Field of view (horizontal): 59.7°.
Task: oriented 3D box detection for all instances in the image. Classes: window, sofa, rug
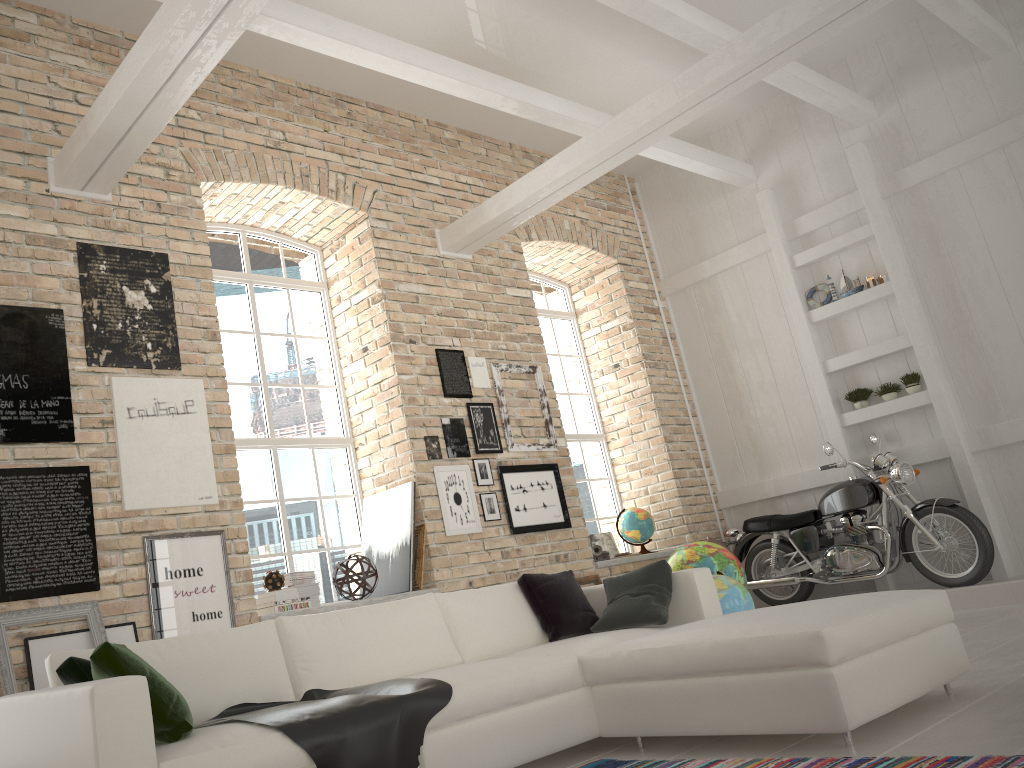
[{"bbox_3d":[4.386,-1.434,4.537,1.336,3.009,12.135,2,-18,-44],"label":"window"},{"bbox_3d":[2.204,-1.519,2.510,1.336,3.009,12.135,2,-18,-44],"label":"window"},{"bbox_3d":[-0.024,1.182,3.514,3.060,0.848,2.305,2,-18,-43],"label":"sofa"},{"bbox_3d":[0.910,1.119,2.291,1.314,0.008,2.845,3,-19,-45],"label":"rug"}]

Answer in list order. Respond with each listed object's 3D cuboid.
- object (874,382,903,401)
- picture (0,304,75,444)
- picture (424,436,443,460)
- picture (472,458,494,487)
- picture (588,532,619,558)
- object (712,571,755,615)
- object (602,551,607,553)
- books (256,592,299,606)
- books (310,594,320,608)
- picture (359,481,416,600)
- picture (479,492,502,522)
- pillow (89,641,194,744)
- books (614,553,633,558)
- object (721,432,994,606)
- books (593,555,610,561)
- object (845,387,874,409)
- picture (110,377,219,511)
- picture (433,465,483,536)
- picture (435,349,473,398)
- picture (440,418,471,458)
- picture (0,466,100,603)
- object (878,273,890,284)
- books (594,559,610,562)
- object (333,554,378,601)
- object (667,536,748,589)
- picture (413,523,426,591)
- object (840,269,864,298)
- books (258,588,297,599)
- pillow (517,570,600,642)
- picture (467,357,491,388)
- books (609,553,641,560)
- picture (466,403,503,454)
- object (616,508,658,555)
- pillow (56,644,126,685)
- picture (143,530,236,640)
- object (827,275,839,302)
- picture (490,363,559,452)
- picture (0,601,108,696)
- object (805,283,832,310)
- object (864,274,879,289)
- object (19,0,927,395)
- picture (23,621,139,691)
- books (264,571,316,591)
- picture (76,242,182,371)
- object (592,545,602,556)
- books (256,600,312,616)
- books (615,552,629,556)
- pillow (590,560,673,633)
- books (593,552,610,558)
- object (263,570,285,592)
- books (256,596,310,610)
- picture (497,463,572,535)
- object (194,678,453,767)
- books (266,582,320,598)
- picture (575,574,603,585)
[{"bbox_3d":[3.191,0.066,7.547,0.237,0.159,0.216,-21,-17,36],"label":"object"},{"bbox_3d":[-2.695,-0.058,4.827,0.551,0.791,0.039,2,-20,-43],"label":"picture"},{"bbox_3d":[-0.582,0.470,6.574,0.125,0.180,0.009,0,-19,-38],"label":"picture"},{"bbox_3d":[-0.220,0.676,6.821,0.164,0.214,0.012,2,-20,-43],"label":"picture"},{"bbox_3d":[0.869,1.556,8.446,0.366,0.295,0.072,2,-20,-43],"label":"picture"},{"bbox_3d":[1.420,1.590,6.016,0.445,0.636,0.447,-10,-14,-5],"label":"object"},{"bbox_3d":[0.689,1.469,7.699,0.199,0.021,0.168,3,-18,-44],"label":"object"},{"bbox_3d":[-1.469,1.342,5.560,0.205,0.041,0.190,-18,-15,30],"label":"books"},{"bbox_3d":[-1.451,1.480,5.955,0.222,0.089,0.336,1,-17,-39],"label":"books"},{"bbox_3d":[-0.897,1.142,6.430,0.229,0.769,0.624,2,-20,-44],"label":"picture"},{"bbox_3d":[-0.164,0.931,6.753,0.164,0.214,0.012,2,-20,-43],"label":"picture"},{"bbox_3d":[-1.244,1.027,2.998,0.293,0.346,0.430,-6,-15,-20],"label":"pillow"},{"bbox_3d":[0.960,1.474,7.675,0.141,0.014,0.099,-17,-15,26],"label":"books"},{"bbox_3d":[2.746,1.151,7.515,2.302,1.338,0.760,-22,-17,39],"label":"object"},{"bbox_3d":[0.687,1.517,7.690,0.237,0.030,0.216,3,-19,-44],"label":"books"},{"bbox_3d":[3.009,0.125,7.705,0.238,0.181,0.242,-15,-14,15],"label":"object"},{"bbox_3d":[-2.042,0.340,5.246,0.550,0.791,0.039,2,-20,-43],"label":"picture"},{"bbox_3d":[-0.397,0.850,6.564,0.342,0.518,0.014,2,-20,-43],"label":"picture"},{"bbox_3d":[-0.451,-0.082,6.954,0.276,0.397,0.020,2,-20,-43],"label":"picture"},{"bbox_3d":[-0.425,0.408,6.750,0.214,0.309,0.015,2,-20,-43],"label":"picture"},{"bbox_3d":[-2.451,0.774,4.684,0.477,0.686,0.068,2,-20,-43],"label":"picture"},{"bbox_3d":[3.187,-0.893,7.610,0.107,0.089,0.106,-10,-14,-4],"label":"object"},{"bbox_3d":[0.695,1.540,7.680,0.238,0.025,0.215,2,-18,-43],"label":"books"},{"bbox_3d":[-1.050,1.298,5.972,0.325,0.310,0.285,-21,-17,35],"label":"object"},{"bbox_3d":[1.581,1.713,7.204,0.684,0.931,0.621,-17,-15,20],"label":"object"},{"bbox_3d":[-0.732,1.246,6.296,0.161,0.464,0.384,3,-20,-44],"label":"picture"},{"bbox_3d":[2.952,-0.898,7.804,0.060,0.263,0.245,-3,-16,-31],"label":"object"},{"bbox_3d":[-1.471,1.309,5.572,0.186,0.030,0.172,-19,-16,33],"label":"books"},{"bbox_3d":[0.270,1.203,4.862,0.398,0.393,0.257,2,-20,-43],"label":"pillow"},{"bbox_3d":[-0.263,-0.092,7.143,0.181,0.261,0.013,2,-20,-43],"label":"picture"},{"bbox_3d":[0.974,1.488,7.672,0.212,0.022,0.187,2,-18,-43],"label":"books"},{"bbox_3d":[-0.212,0.344,6.973,0.272,0.412,0.011,2,-20,-43],"label":"picture"},{"bbox_3d":[1.171,1.368,8.277,0.308,0.468,0.349,0,-18,-38],"label":"object"},{"bbox_3d":[-1.420,1.127,3.217,0.315,0.368,0.406,-11,-14,0],"label":"pillow"},{"bbox_3d":[-1.812,1.218,5.050,0.484,0.762,0.013,2,-20,-43],"label":"picture"},{"bbox_3d":[2.854,-0.850,7.946,0.067,0.269,0.067,-12,-15,-1],"label":"object"},{"bbox_3d":[0.103,0.194,7.341,0.563,0.755,0.027,2,-20,-43],"label":"picture"},{"bbox_3d":[-2.230,1.378,4.378,0.508,0.587,0.301,2,-20,-43],"label":"picture"},{"bbox_3d":[2.780,-0.790,8.053,0.248,0.230,0.066,-21,-17,35],"label":"object"},{"bbox_3d":[3.103,-0.874,7.698,0.100,0.121,0.113,-4,-16,-27],"label":"object"},{"bbox_3d":[1.881,-1.563,2.270,9.458,4.833,12.580,2,-19,-43],"label":"object"},{"bbox_3d":[-2.131,1.525,4.505,0.537,0.573,0.156,2,-20,-43],"label":"picture"},{"bbox_3d":[-1.488,1.319,5.989,0.241,0.085,0.287,-17,-15,24],"label":"books"},{"bbox_3d":[-2.318,-0.462,5.395,0.549,0.790,0.039,2,-20,-43],"label":"picture"},{"bbox_3d":[0.697,1.458,7.740,0.094,0.090,0.478,-10,-13,-6],"label":"object"},{"bbox_3d":[-1.426,1.402,5.552,0.232,0.049,0.258,-22,-17,40],"label":"books"},{"bbox_3d":[0.949,1.464,7.681,0.106,0.013,0.126,-15,-14,19],"label":"books"},{"bbox_3d":[0.617,1.096,4.599,0.441,0.307,0.319,-20,-17,34],"label":"pillow"},{"bbox_3d":[0.687,1.493,7.703,0.216,0.026,0.240,-21,-17,39],"label":"books"},{"bbox_3d":[-1.508,1.249,5.643,0.137,0.138,0.147,-7,-15,-17],"label":"object"},{"bbox_3d":[-1.431,1.368,5.563,0.232,0.024,0.253,-22,-17,40],"label":"books"},{"bbox_3d":[0.180,0.904,7.081,0.666,0.539,0.033,2,-20,-43],"label":"picture"},{"bbox_3d":[-0.717,1.392,3.298,0.835,0.467,0.823,3,-19,-45],"label":"object"},{"bbox_3d":[-1.469,1.402,5.978,0.337,0.089,0.222,-21,-17,39],"label":"books"},{"bbox_3d":[0.669,1.871,6.936,0.472,0.754,0.236,2,-20,-43],"label":"picture"}]
